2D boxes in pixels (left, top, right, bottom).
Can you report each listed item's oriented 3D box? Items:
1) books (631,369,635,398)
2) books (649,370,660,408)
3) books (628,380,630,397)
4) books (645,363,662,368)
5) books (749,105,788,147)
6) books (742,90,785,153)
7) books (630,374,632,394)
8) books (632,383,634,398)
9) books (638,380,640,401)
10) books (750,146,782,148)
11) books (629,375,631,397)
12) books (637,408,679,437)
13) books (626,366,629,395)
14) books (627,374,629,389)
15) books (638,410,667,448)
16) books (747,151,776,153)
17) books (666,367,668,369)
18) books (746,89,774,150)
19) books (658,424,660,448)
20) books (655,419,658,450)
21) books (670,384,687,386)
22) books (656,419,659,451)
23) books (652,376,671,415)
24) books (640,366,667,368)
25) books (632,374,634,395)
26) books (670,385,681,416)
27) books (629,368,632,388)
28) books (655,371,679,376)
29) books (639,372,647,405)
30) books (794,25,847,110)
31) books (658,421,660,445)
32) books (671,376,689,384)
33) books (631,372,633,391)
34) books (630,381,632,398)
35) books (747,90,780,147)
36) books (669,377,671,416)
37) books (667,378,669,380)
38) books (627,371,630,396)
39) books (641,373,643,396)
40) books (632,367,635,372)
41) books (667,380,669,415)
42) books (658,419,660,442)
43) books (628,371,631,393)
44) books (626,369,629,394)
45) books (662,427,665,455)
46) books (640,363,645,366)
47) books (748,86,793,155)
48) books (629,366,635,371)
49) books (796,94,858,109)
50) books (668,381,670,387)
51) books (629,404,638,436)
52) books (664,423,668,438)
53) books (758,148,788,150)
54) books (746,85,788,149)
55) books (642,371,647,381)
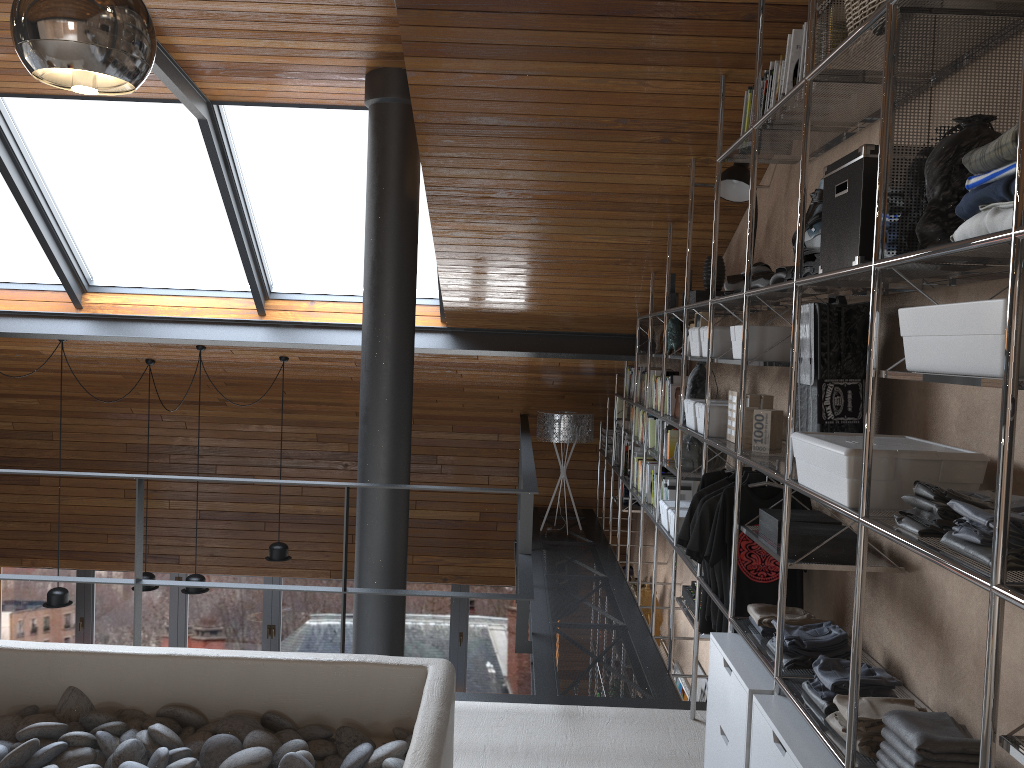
[{"bbox_3d":[0.951,-0.001,6.514,0.137,0.213,0.068,2,2,0],"label":"books"},{"bbox_3d":[0.928,0.033,5.524,0.148,0.233,0.053,2,2,0],"label":"books"},{"bbox_3d":[0.941,0.014,6.680,0.119,0.169,0.058,2,2,0],"label":"books"},{"bbox_3d":[0.964,-0.005,6.007,0.143,0.268,0.020,2,2,0],"label":"books"},{"bbox_3d":[0.990,-1.017,3.383,0.146,0.208,0.071,2,2,0],"label":"books"},{"bbox_3d":[1.002,-1.032,3.485,0.169,0.229,0.077,2,2,0],"label":"books"},{"bbox_3d":[0.933,0.006,6.553,0.111,0.194,0.059,2,2,0],"label":"books"},{"bbox_3d":[0.940,-0.006,6.319,0.148,0.229,0.073,2,2,0],"label":"books"},{"bbox_3d":[0.960,0.005,6.170,0.148,0.234,0.033,2,2,0],"label":"books"},{"bbox_3d":[0.989,-1.016,3.407,0.130,0.201,0.063,2,2,0],"label":"books"},{"bbox_3d":[0.931,0.016,6.593,0.111,0.171,0.056,2,2,0],"label":"books"},{"bbox_3d":[0.939,0.283,5.722,0.138,0.212,1.040,2,3,1],"label":"books"},{"bbox_3d":[0.980,-0.023,6.907,0.169,0.229,0.077,2,2,0],"label":"books"},{"bbox_3d":[0.956,-0.007,6.818,0.130,0.202,0.063,2,2,0],"label":"books"},{"bbox_3d":[0.919,0.287,5.700,0.139,0.208,0.494,2,3,0],"label":"books"},{"bbox_3d":[1.009,-1.033,3.498,0.148,0.229,0.073,2,2,0],"label":"books"},{"bbox_3d":[0.994,-0.001,6.248,0.191,0.244,0.075,2,2,1],"label":"books"},{"bbox_3d":[0.997,-1.031,3.446,0.148,0.229,0.073,2,2,0],"label":"books"},{"bbox_3d":[0.935,0.326,5.256,0.130,0.169,0.010,2,2,0],"label":"books"},{"bbox_3d":[0.943,0.309,5.375,0.148,0.190,0.013,2,2,0],"label":"books"},{"bbox_3d":[0.931,0.090,4.876,0.117,0.176,0.074,2,2,0],"label":"books"},{"bbox_3d":[0.960,0.311,5.347,0.169,0.189,0.018,2,2,0],"label":"books"},{"bbox_3d":[0.925,0.062,5.221,0.139,0.206,0.497,2,3,0],"label":"books"},{"bbox_3d":[0.990,-0.004,6.259,0.191,0.249,0.077,2,2,1],"label":"books"},{"bbox_3d":[0.951,0.004,6.500,0.131,0.202,0.068,2,2,0],"label":"books"},{"bbox_3d":[0.925,0.093,4.865,0.112,0.169,0.068,2,2,0],"label":"books"},{"bbox_3d":[0.962,-0.008,6.637,0.161,0.220,0.074,2,2,0],"label":"books"},{"bbox_3d":[0.958,0.036,5.489,0.148,0.233,0.053,2,2,0],"label":"books"},{"bbox_3d":[0.936,0.026,5.882,0.131,0.216,0.509,2,3,0],"label":"books"},{"bbox_3d":[1.011,-1.013,2.838,0.191,0.249,0.077,2,2,1],"label":"books"},{"bbox_3d":[0.954,0.315,5.280,0.160,0.187,0.021,2,2,0],"label":"books"},{"bbox_3d":[0.965,0.060,4.889,0.177,0.209,0.082,2,2,0],"label":"books"},{"bbox_3d":[0.949,0.008,6.531,0.138,0.189,0.065,2,2,0],"label":"books"},{"bbox_3d":[0.935,0.017,6.548,0.112,0.173,0.054,2,2,0],"label":"books"},{"bbox_3d":[0.978,-1.016,3.396,0.130,0.202,0.063,2,2,0],"label":"books"},{"bbox_3d":[0.951,0.071,4.896,0.161,0.215,0.092,2,2,0],"label":"books"},{"bbox_3d":[0.959,0.070,4.974,0.170,0.209,0.082,2,2,-1],"label":"books"},{"bbox_3d":[0.940,-0.001,6.699,0.127,0.197,0.063,2,2,0],"label":"books"},{"bbox_3d":[0.954,0.025,6.037,0.148,0.206,0.018,2,2,0],"label":"books"},{"bbox_3d":[0.941,-0.009,6.562,0.122,0.227,0.076,2,2,0],"label":"books"},{"bbox_3d":[0.929,0.078,4.952,0.127,0.192,0.079,2,2,0],"label":"books"},{"bbox_3d":[0.973,0.303,5.333,0.191,0.207,0.012,2,2,0],"label":"books"},{"bbox_3d":[0.947,0.000,6.688,0.127,0.197,0.063,2,2,0],"label":"books"},{"bbox_3d":[0.967,-0.017,6.884,0.149,0.202,0.067,2,2,0],"label":"books"},{"bbox_3d":[0.940,0.334,5.143,0.143,0.161,0.019,2,2,0],"label":"books"},{"bbox_3d":[0.971,-0.018,6.398,0.143,0.264,0.088,2,2,0],"label":"books"},{"bbox_3d":[1.024,-1.044,3.521,0.206,0.249,0.074,2,2,0],"label":"books"},{"bbox_3d":[0.961,-0.022,6.772,0.143,0.233,0.081,2,2,0],"label":"books"},{"bbox_3d":[1.016,-1.010,2.826,0.191,0.244,0.075,2,2,1],"label":"books"},{"bbox_3d":[0.937,0.079,4.941,0.127,0.192,0.079,2,2,0],"label":"books"},{"bbox_3d":[0.930,0.252,6.352,0.130,0.216,0.311,2,3,0],"label":"books"},{"bbox_3d":[0.948,0.322,5.091,0.148,0.190,0.013,2,2,0],"label":"books"},{"bbox_3d":[1.008,-1.030,3.435,0.148,0.229,0.073,2,2,0],"label":"books"},{"bbox_3d":[0.996,-1.028,3.419,0.160,0.228,0.080,2,2,0],"label":"books"},{"bbox_3d":[0.945,0.013,5.992,0.129,0.231,0.010,2,2,0],"label":"books"}]
